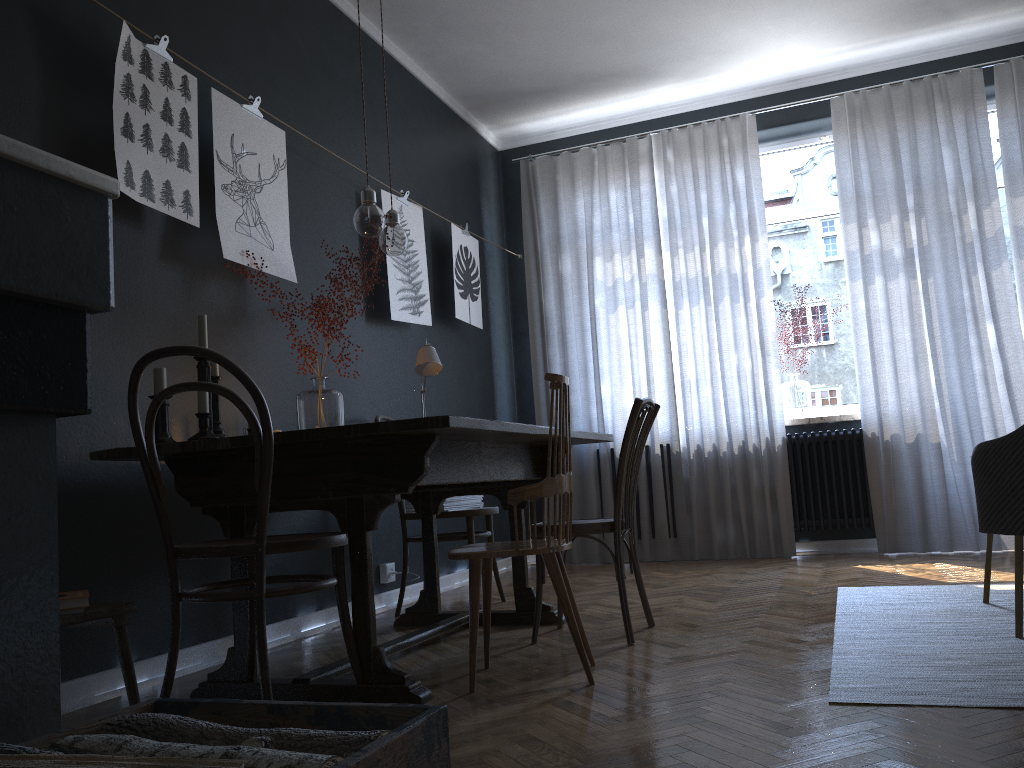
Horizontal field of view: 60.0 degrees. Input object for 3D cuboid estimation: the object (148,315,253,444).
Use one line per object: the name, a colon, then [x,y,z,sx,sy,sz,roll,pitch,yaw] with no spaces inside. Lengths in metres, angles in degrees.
object: [-0.934,-0.017,2.705,0.223,0.419,0.368,-6,-6,21]

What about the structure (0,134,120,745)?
structure: [-1.006,0.257,1.067,1.066,0.979,0.835,-6,-6,20]

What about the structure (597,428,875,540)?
structure: [1.422,0.645,5.604,1.847,0.599,0.216,-6,-6,20]

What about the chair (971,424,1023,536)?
chair: [1.448,0.272,2.003,0.645,0.810,0.495,-4,-6,-1]

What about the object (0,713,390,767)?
object: [-0.339,0.413,0.716,0.370,0.246,0.533,-6,-7,20]

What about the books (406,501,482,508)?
books: [-0.313,0.556,4.091,0.219,0.008,0.288,-8,-8,33]

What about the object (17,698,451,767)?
object: [-0.330,0.488,0.707,0.383,0.325,0.553,-6,-7,20]

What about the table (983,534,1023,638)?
table: [1.733,0.486,2.878,0.339,0.549,0.788,-6,-7,20]

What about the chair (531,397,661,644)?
chair: [0.300,0.477,3.150,0.467,0.818,0.363,-6,-6,20]

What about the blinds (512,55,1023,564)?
blinds: [1.983,-0.378,5.398,3.995,2.784,0.312,-6,-6,20]

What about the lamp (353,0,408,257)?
lamp: [-0.009,-1.355,2.838,0.583,1.572,1.593,1,-8,-38]

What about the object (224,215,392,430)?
object: [-0.766,-0.199,3.478,0.638,0.929,0.557,-3,-6,-9]

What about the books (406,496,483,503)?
books: [-0.307,0.532,4.097,0.219,0.008,0.305,-8,-8,31]

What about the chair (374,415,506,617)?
chair: [-0.335,0.580,4.122,0.549,0.919,0.438,-6,-6,18]

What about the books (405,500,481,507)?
books: [-0.314,0.550,4.092,0.219,0.008,0.288,-8,-8,33]

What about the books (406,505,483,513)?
books: [-0.308,0.576,4.085,0.219,0.007,0.305,-8,-8,32]

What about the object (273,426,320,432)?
object: [-0.780,0.194,3.128,0.252,0.072,0.254,-7,-7,27]

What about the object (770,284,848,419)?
object: [1.792,-0.190,5.553,0.514,0.808,0.600,-3,-6,-5]

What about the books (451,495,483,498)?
books: [-0.309,0.526,4.099,0.219,0.008,0.305,-8,-8,31]

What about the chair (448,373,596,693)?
chair: [0.017,0.416,2.561,0.384,0.855,0.456,-4,-6,5]

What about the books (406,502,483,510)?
books: [-0.308,0.560,4.086,0.219,0.013,0.305,-8,-8,32]

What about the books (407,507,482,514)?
books: [-0.306,0.583,4.086,0.219,0.008,0.305,-7,-7,27]

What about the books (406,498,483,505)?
books: [-0.310,0.545,4.100,0.219,0.006,0.305,-8,-8,32]

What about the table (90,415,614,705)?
table: [-0.368,0.557,3.033,1.127,0.726,1.606,-6,-7,20]

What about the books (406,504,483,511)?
books: [-0.307,0.568,4.087,0.219,0.008,0.305,-8,-8,32]

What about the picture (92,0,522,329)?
picture: [-0.700,-0.723,4.172,0.058,0.770,4.462,-6,-7,20]

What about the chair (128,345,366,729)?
chair: [-0.672,0.391,2.258,0.438,0.919,0.550,-6,-6,23]

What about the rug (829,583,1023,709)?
rug: [1.544,0.764,2.785,1.004,0.013,2.013,-6,-7,20]

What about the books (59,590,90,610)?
books: [-1.165,0.531,2.137,0.262,0.024,0.208,-1,-7,-26]

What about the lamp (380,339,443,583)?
lamp: [-0.410,0.372,4.011,0.242,1.068,0.801,-1,-6,-25]

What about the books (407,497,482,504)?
books: [-0.309,0.540,4.095,0.219,0.008,0.288,-8,-8,31]

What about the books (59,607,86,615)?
books: [-1.180,0.551,2.143,0.272,0.013,0.220,-1,-7,-23]

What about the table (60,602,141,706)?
table: [-1.161,0.716,2.141,0.364,0.317,0.370,-6,-7,20]
